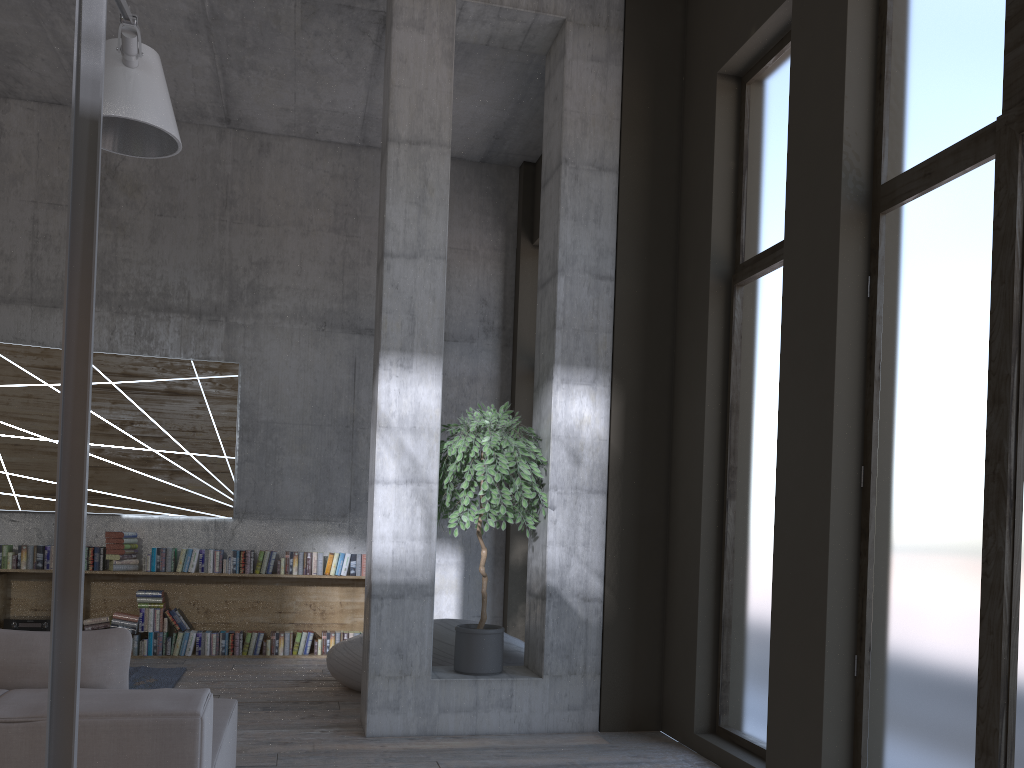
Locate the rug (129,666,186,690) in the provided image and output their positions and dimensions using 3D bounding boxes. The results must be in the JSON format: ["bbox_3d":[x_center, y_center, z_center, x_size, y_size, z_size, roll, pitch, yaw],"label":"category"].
[{"bbox_3d":[-3.050,2.221,6.078,1.164,0.049,2.945,4,-9,-13],"label":"rug"}]

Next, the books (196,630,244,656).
[{"bbox_3d":[-2.790,2.477,8.385,0.418,0.219,0.206,4,-5,-14],"label":"books"}]

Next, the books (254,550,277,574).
[{"bbox_3d":[-2.383,1.723,8.489,0.200,0.227,0.190,3,-4,-14],"label":"books"}]

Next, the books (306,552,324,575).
[{"bbox_3d":[-1.925,1.751,8.566,0.156,0.219,0.190,3,-4,-14],"label":"books"}]

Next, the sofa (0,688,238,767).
[{"bbox_3d":[-2.760,1.483,3.782,3.002,0.779,3.040,4,-9,-13],"label":"sofa"}]

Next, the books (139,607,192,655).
[{"bbox_3d":[-3.261,2.330,8.263,0.452,0.446,0.215,3,-2,-14],"label":"books"}]

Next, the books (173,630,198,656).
[{"bbox_3d":[-3.083,2.446,8.284,0.200,0.227,0.190,3,-4,-14],"label":"books"}]

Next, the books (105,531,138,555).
[{"bbox_3d":[-3.618,1.474,8.130,0.189,0.209,0.248,2,-5,8],"label":"books"}]

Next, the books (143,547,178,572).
[{"bbox_3d":[-3.304,1.647,8.237,0.279,0.219,0.211,4,-5,-15],"label":"books"}]

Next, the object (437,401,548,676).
[{"bbox_3d":[-0.178,1.048,6.035,0.968,1.854,1.006,0,-3,42],"label":"object"}]

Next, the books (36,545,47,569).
[{"bbox_3d":[-4.300,1.587,8.026,0.055,0.219,0.190,2,-4,-13],"label":"books"}]

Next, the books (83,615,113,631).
[{"bbox_3d":[-3.825,2.216,8.127,0.235,0.139,0.193,4,-6,-12],"label":"books"}]

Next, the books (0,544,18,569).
[{"bbox_3d":[-4.604,1.560,7.910,0.277,0.219,0.171,3,-4,-12],"label":"books"}]

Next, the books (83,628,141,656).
[{"bbox_3d":[-3.730,2.397,8.169,0.495,0.236,0.244,4,-5,-14],"label":"books"}]

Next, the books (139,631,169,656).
[{"bbox_3d":[-3.356,2.427,8.228,0.227,0.219,0.216,3,-5,-14],"label":"books"}]

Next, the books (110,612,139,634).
[{"bbox_3d":[-3.579,2.214,8.126,0.244,0.191,0.155,3,-4,-14],"label":"books"}]

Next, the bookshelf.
[{"bbox_3d":[-3.708,2.140,8.192,5.331,0.801,0.304,4,-2,-14],"label":"bookshelf"}]

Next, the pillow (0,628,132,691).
[{"bbox_3d":[-1.586,1.086,2.977,0.564,0.554,0.222,3,-2,-12],"label":"pillow"}]

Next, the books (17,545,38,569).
[{"bbox_3d":[-4.404,1.581,8.008,0.155,0.219,0.206,3,-4,-14],"label":"books"}]

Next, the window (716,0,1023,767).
[{"bbox_3d":[1.538,0.011,4.716,0.210,4.129,9.288,2,-7,-15],"label":"window"}]

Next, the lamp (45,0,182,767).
[{"bbox_3d":[-1.410,0.080,2.843,0.758,3.404,2.639,2,-3,-26],"label":"lamp"}]

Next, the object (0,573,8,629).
[{"bbox_3d":[-4.714,2.102,7.958,0.153,0.756,0.273,2,-1,-14],"label":"object"}]

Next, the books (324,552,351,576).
[{"bbox_3d":[-1.714,1.767,8.618,0.249,0.227,0.190,3,-4,-14],"label":"books"}]

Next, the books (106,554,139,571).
[{"bbox_3d":[-3.616,1.654,8.137,0.221,0.149,0.287,-2,-8,34],"label":"books"}]

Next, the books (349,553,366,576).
[{"bbox_3d":[-1.520,1.788,8.664,0.156,0.219,0.155,3,-3,-14],"label":"books"}]

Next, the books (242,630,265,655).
[{"bbox_3d":[-2.497,2.498,8.465,0.200,0.227,0.190,3,-4,-14],"label":"books"}]

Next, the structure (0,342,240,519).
[{"bbox_3d":[-4.306,0.411,8.019,3.418,1.529,0.359,4,-1,-14],"label":"structure"}]

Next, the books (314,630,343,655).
[{"bbox_3d":[-1.810,2.553,8.656,0.279,0.219,0.211,4,-5,-15],"label":"books"}]

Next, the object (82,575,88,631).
[{"bbox_3d":[-4.055,2.151,8.120,0.153,0.756,0.273,2,-1,-14],"label":"object"}]

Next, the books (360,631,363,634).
[{"bbox_3d":[-1.370,2.577,8.706,0.277,0.219,0.171,3,-4,-12],"label":"books"}]

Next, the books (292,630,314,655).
[{"bbox_3d":[-2.052,2.536,8.607,0.200,0.227,0.190,3,-4,-14],"label":"books"}]

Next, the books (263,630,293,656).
[{"bbox_3d":[-2.271,2.514,8.510,0.279,0.219,0.211,4,-5,-15],"label":"books"}]

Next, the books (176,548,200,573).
[{"bbox_3d":[-3.055,1.664,8.288,0.200,0.227,0.190,3,-4,-14],"label":"books"}]

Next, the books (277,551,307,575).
[{"bbox_3d":[-2.142,1.740,8.539,0.279,0.219,0.211,4,-5,-15],"label":"books"}]

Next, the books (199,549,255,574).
[{"bbox_3d":[-2.725,1.697,8.392,0.491,0.219,0.216,4,-5,-14],"label":"books"}]

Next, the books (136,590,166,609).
[{"bbox_3d":[-3.390,2.024,8.244,0.239,0.160,0.191,4,-5,-14],"label":"books"}]

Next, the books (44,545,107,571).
[{"bbox_3d":[-4.015,1.603,8.075,0.491,0.219,0.216,4,-5,-14],"label":"books"}]

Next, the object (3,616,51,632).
[{"bbox_3d":[-4.367,2.218,8.020,0.441,0.160,0.306,4,-7,-14],"label":"object"}]

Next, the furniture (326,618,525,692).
[{"bbox_3d":[-0.665,2.279,7.282,1.628,0.805,1.814,-1,-8,24],"label":"furniture"}]

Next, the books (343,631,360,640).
[{"bbox_3d":[-1.594,2.564,8.684,0.156,0.219,0.190,3,-4,-14],"label":"books"}]
